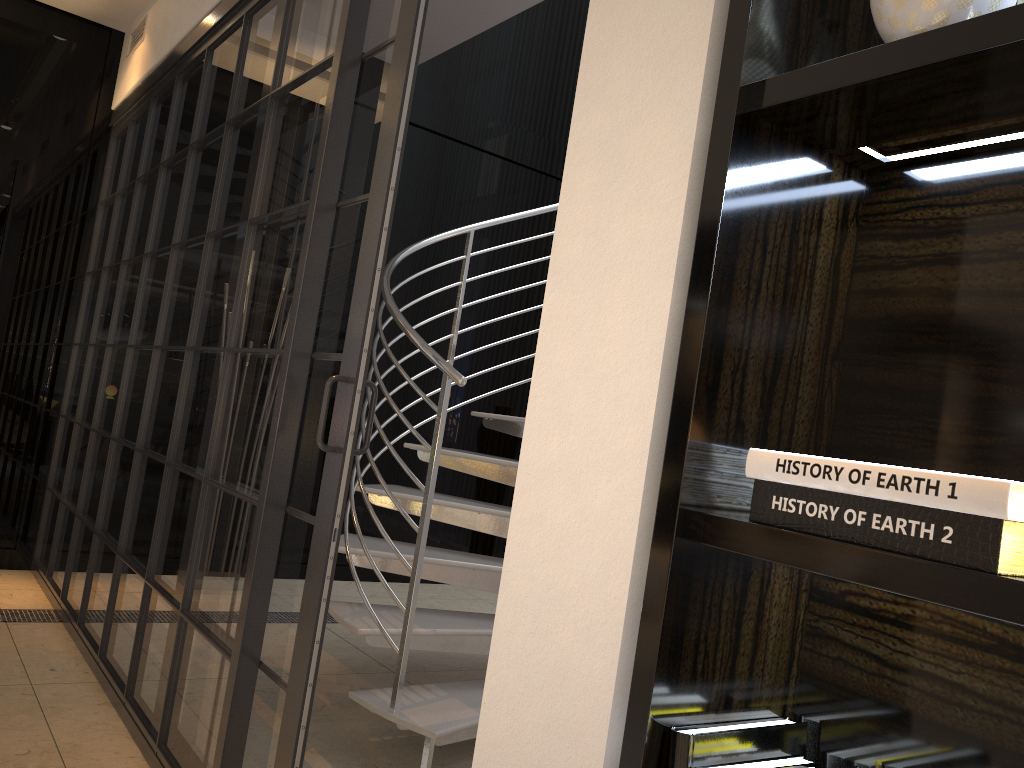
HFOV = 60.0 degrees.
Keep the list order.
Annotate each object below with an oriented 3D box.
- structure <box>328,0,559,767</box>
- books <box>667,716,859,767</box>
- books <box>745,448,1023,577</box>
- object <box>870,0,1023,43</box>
[{"bbox_3d":[0.087,-0.865,3.880,1.964,4.134,3.425,11,-4,-35],"label":"structure"},{"bbox_3d":[0.289,0.506,0.870,0.210,0.270,0.236,11,-4,-35],"label":"books"},{"bbox_3d":[0.391,0.121,0.838,0.209,0.073,0.266,11,-4,-32],"label":"books"},{"bbox_3d":[0.464,-0.495,0.855,0.210,0.395,0.180,11,-4,-32],"label":"object"}]
